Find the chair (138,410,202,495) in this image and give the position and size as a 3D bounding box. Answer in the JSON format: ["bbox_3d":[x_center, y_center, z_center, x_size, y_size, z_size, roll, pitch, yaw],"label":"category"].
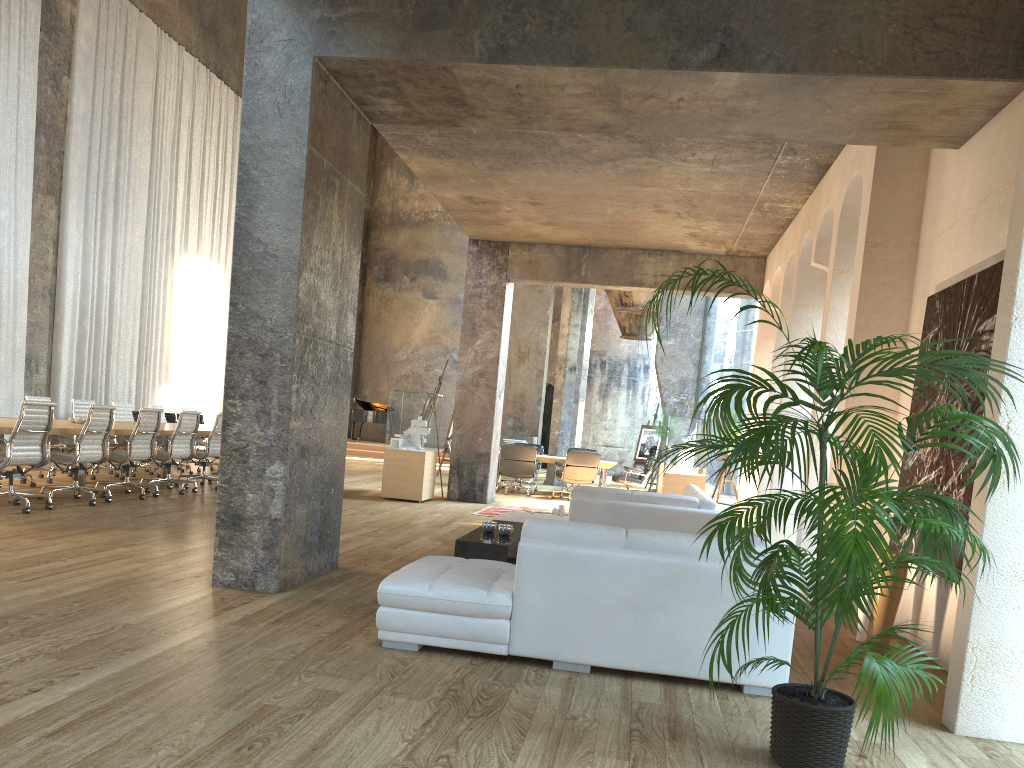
[{"bbox_3d":[-4.235,0.815,10.803,0.696,1.034,0.663,6,3,17],"label":"chair"}]

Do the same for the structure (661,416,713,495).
[{"bbox_3d":[2.560,1.280,13.037,0.593,1.560,0.738,6,3,8],"label":"structure"}]

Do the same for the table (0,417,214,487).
[{"bbox_3d":[-4.905,0.913,11.368,1.598,0.763,7.693,5,-3,8],"label":"table"}]

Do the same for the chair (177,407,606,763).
[{"bbox_3d":[-2.318,1.157,14.052,12.926,1.039,31.417,5,-3,8],"label":"chair"}]

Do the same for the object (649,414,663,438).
[{"bbox_3d":[3.598,1.098,20.892,0.683,0.947,0.860,6,2,29],"label":"object"}]

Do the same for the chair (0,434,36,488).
[{"bbox_3d":[-5.749,0.636,9.973,0.698,1.034,0.662,5,3,8],"label":"chair"}]

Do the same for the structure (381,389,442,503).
[{"bbox_3d":[-1.439,0.898,12.663,0.593,1.560,0.738,6,3,8],"label":"structure"}]

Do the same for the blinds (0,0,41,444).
[{"bbox_3d":[-8.691,-3.480,11.110,0.274,8.712,7.798,6,2,10],"label":"blinds"}]

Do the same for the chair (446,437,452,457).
[{"bbox_3d":[-0.841,1.466,16.369,0.820,0.900,0.726,5,2,4],"label":"chair"}]

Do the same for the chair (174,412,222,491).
[{"bbox_3d":[-4.106,0.869,11.673,0.697,1.034,0.663,6,3,14],"label":"chair"}]

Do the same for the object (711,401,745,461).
[{"bbox_3d":[3.316,0.699,13.369,0.688,0.947,0.854,5,1,-1],"label":"object"}]

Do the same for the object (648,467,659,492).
[{"bbox_3d":[3.284,1.903,18.447,0.565,0.980,0.660,8,4,44],"label":"object"}]

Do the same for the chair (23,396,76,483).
[{"bbox_3d":[-5.628,0.693,10.896,0.697,1.034,0.663,6,3,14],"label":"chair"}]

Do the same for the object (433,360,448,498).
[{"bbox_3d":[-1.308,0.679,13.523,0.683,2.164,0.696,6,4,7],"label":"object"}]

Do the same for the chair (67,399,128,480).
[{"bbox_3d":[-5.499,0.748,11.765,0.696,1.034,0.663,6,3,17],"label":"chair"}]

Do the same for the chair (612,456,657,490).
[{"bbox_3d":[2.157,1.717,15.942,0.820,0.900,0.726,5,2,2],"label":"chair"}]

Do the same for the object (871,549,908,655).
[{"bbox_3d":[2.286,1.334,5.368,0.174,0.636,0.236,5,4,-3],"label":"object"}]

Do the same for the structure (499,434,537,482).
[{"bbox_3d":[0.100,1.629,19.188,0.742,1.023,0.732,5,2,8],"label":"structure"}]

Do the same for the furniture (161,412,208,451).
[{"bbox_3d":[-6.872,1.077,19.095,0.707,0.847,1.866,5,-1,8],"label":"furniture"}]

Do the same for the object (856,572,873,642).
[{"bbox_3d":[2.280,1.439,5.672,0.100,0.456,0.101,8,5,33],"label":"object"}]

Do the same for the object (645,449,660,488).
[{"bbox_3d":[3.565,2.052,20.940,0.658,0.980,0.567,5,3,2],"label":"object"}]

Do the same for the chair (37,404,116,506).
[{"bbox_3d":[-4.490,0.703,9.008,0.697,1.034,0.662,6,3,12],"label":"chair"}]

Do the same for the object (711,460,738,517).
[{"bbox_3d":[3.169,1.645,13.451,0.661,0.980,0.564,4,3,-28],"label":"object"}]

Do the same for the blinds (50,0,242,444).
[{"bbox_3d":[-7.455,-2.945,19.647,0.274,8.712,7.798,6,2,10],"label":"blinds"}]

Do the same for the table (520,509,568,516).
[{"bbox_3d":[0.534,1.603,10.042,0.858,0.248,0.369,5,0,8],"label":"table"}]

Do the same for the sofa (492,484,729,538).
[{"bbox_3d":[1.006,1.349,8.949,2.060,0.726,2.920,5,-2,8],"label":"sofa"}]

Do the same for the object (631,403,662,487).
[{"bbox_3d":[3.485,1.538,22.071,0.695,2.164,0.684,8,5,37],"label":"object"}]

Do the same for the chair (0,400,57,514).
[{"bbox_3d":[-4.628,0.644,8.072,0.697,1.034,0.663,6,3,14],"label":"chair"}]

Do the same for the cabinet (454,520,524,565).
[{"bbox_3d":[-0.124,1.318,6.791,0.395,0.371,1.557,5,-2,8],"label":"cabinet"}]

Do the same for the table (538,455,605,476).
[{"bbox_3d":[1.388,2.135,22.327,1.867,0.550,0.938,5,-1,8],"label":"table"}]

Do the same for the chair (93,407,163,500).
[{"bbox_3d":[-4.361,0.759,9.915,0.697,1.034,0.663,6,3,14],"label":"chair"}]

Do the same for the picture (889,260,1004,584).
[{"bbox_3d":[2.629,0.248,5.315,0.069,1.784,1.496,6,2,9],"label":"picture"}]

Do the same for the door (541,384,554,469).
[{"bbox_3d":[1.118,1.303,27.152,0.111,2.653,0.892,1,6,-40],"label":"door"}]

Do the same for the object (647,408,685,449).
[{"bbox_3d":[3.227,0.944,18.466,0.856,0.948,0.685,5,2,11],"label":"object"}]

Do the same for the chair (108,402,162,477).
[{"bbox_3d":[-5.373,0.803,12.653,0.697,1.034,0.663,6,3,14],"label":"chair"}]

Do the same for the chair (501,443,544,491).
[{"bbox_3d":[0.203,1.591,16.981,0.727,0.899,0.819,6,1,15],"label":"chair"}]

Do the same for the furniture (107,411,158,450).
[{"bbox_3d":[-7.214,0.929,16.736,0.707,0.847,1.866,5,-1,8],"label":"furniture"}]

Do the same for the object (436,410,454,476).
[{"bbox_3d":[-1.038,0.955,18.601,0.695,2.164,0.685,9,5,40],"label":"object"}]

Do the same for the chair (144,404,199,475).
[{"bbox_3d":[-5.244,0.860,13.560,0.697,1.034,0.662,6,3,12],"label":"chair"}]

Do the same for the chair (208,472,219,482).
[{"bbox_3d":[-3.967,0.928,12.593,0.698,1.034,0.662,5,3,8],"label":"chair"}]

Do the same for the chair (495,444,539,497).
[{"bbox_3d":[0.092,1.507,15.503,0.729,0.899,0.817,5,1,2],"label":"chair"}]

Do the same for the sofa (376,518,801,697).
[{"bbox_3d":[0.406,1.090,4.798,2.064,0.727,1.068,5,0,8],"label":"sofa"}]

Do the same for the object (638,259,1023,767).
[{"bbox_3d":[1.115,0.523,3.285,1.397,1.827,1.352,6,2,14],"label":"object"}]

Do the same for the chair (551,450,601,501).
[{"bbox_3d":[1.093,1.593,15.396,0.732,0.899,0.814,5,1,-18],"label":"chair"}]

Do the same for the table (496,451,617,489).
[{"bbox_3d":[0.681,1.688,16.155,2.405,0.706,1.101,5,-1,8],"label":"table"}]

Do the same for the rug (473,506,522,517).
[{"bbox_3d":[0.780,1.833,11.902,2.458,0.009,1.342,5,-3,8],"label":"rug"}]

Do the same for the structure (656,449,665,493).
[{"bbox_3d":[3.280,1.830,17.429,0.734,1.023,0.740,5,2,8],"label":"structure"}]

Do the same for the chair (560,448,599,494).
[{"bbox_3d":[1.303,1.683,16.828,0.728,0.899,0.818,5,1,9],"label":"chair"}]
